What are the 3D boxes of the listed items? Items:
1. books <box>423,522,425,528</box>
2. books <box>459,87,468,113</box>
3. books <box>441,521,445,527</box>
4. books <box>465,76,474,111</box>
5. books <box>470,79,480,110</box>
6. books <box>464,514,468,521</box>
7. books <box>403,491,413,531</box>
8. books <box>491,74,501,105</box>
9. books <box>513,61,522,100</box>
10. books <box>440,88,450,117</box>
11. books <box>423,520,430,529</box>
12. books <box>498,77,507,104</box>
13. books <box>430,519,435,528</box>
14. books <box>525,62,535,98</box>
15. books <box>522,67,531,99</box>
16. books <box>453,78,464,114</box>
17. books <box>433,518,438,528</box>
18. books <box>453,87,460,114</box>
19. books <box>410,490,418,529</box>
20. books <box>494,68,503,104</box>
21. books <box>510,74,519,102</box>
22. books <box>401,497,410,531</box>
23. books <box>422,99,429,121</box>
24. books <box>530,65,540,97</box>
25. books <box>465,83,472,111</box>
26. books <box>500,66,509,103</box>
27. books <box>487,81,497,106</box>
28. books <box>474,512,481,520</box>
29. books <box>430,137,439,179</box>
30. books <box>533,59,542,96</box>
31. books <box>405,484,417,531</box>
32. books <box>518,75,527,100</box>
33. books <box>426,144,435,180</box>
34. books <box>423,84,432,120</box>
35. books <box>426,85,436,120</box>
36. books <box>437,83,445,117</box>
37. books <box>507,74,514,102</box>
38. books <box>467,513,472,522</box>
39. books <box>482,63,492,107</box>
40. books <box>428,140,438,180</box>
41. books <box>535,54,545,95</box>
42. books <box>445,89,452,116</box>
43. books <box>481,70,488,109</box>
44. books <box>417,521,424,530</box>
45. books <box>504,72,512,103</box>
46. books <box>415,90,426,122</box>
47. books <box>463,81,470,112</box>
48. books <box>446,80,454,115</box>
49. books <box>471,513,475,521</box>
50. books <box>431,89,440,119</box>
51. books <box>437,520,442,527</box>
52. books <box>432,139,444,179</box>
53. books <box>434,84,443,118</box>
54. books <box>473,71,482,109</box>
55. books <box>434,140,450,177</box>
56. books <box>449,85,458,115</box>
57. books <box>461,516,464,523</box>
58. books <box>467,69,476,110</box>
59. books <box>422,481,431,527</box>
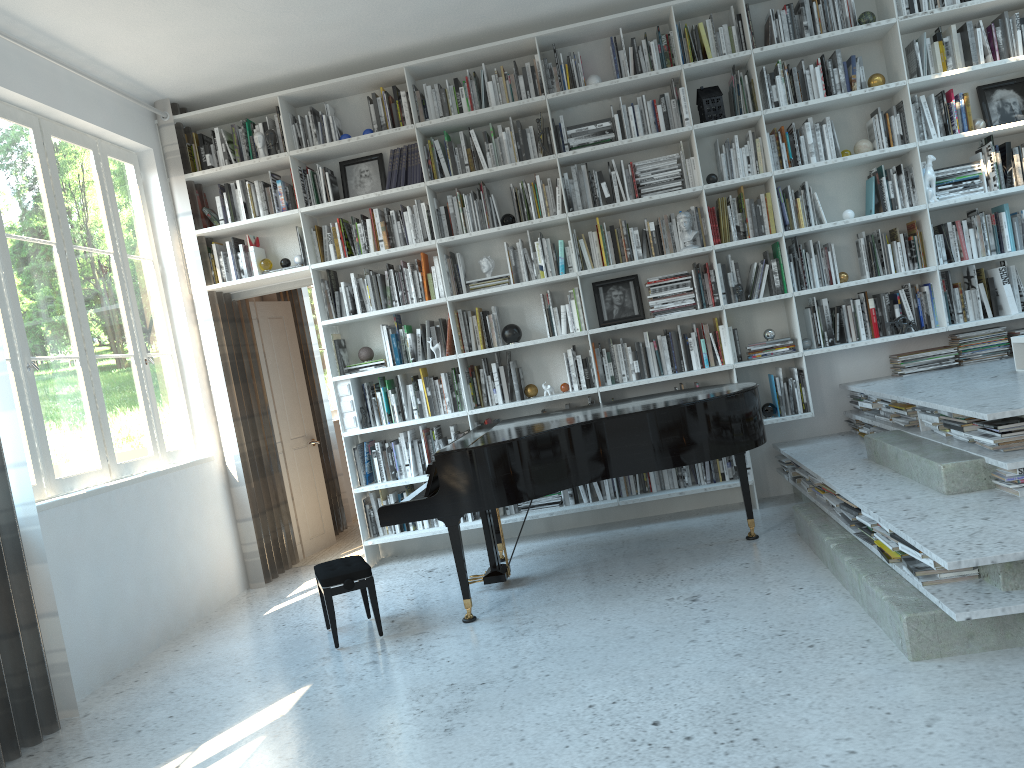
[{"bbox_3d":[-0.585,0.847,5.946,0.014,0.211,0.145,-10,2,7],"label":"books"},{"bbox_3d":[-0.296,-1.798,5.733,0.030,0.201,0.152,-10,2,7],"label":"books"},{"bbox_3d":[-0.449,0.835,5.894,0.031,0.188,0.190,-10,2,7],"label":"books"},{"bbox_3d":[-0.256,-1.831,5.715,0.013,0.251,0.183,-10,2,7],"label":"books"},{"bbox_3d":[-0.223,-1.829,5.726,0.029,0.236,0.130,-10,2,7],"label":"books"},{"bbox_3d":[-0.310,0.771,5.912,0.040,0.264,0.137,-10,2,7],"label":"books"},{"bbox_3d":[-0.675,0.840,5.945,0.027,0.257,0.160,-10,2,7],"label":"books"},{"bbox_3d":[-0.090,-1.853,5.705,0.026,0.236,0.134,-10,2,7],"label":"books"},{"bbox_3d":[0.049,-1.903,5.676,0.013,0.285,0.159,-10,2,7],"label":"books"},{"bbox_3d":[-0.415,-1.780,5.725,0.029,0.208,0.178,-10,2,7],"label":"books"},{"bbox_3d":[-0.572,0.817,5.916,0.031,0.266,0.186,-10,2,7],"label":"books"},{"bbox_3d":[-0.046,-1.850,5.709,0.029,0.213,0.141,-10,2,7],"label":"books"},{"bbox_3d":[-0.531,0.810,5.911,0.025,0.266,0.159,-10,2,7],"label":"books"},{"bbox_3d":[0.128,-1.905,5.679,0.030,0.261,0.151,-10,2,7],"label":"books"},{"bbox_3d":[0.103,-1.888,5.675,0.026,0.237,0.149,-10,2,7],"label":"books"},{"bbox_3d":[-0.329,-1.826,5.744,0.028,0.268,0.151,-10,2,7],"label":"books"},{"bbox_3d":[-0.504,0.830,5.909,0.021,0.218,0.190,-10,2,7],"label":"books"},{"bbox_3d":[-0.344,-1.797,5.748,0.012,0.216,0.150,-10,2,7],"label":"books"},{"bbox_3d":[-0.636,0.838,5.946,0.022,0.246,0.134,-10,2,7],"label":"books"},{"bbox_3d":[-0.073,-1.873,5.703,0.014,0.269,0.156,-10,2,7],"label":"books"},{"bbox_3d":[0.026,-1.854,5.665,0.026,0.200,0.187,-10,2,7],"label":"books"},{"bbox_3d":[-0.696,0.862,5.943,0.022,0.221,0.163,-10,2,7],"label":"books"},{"bbox_3d":[-0.545,-1.745,5.771,0.024,0.183,0.133,-10,2,7],"label":"books"},{"bbox_3d":[0.156,-1.891,5.656,0.026,0.225,0.172,-10,2,7],"label":"books"},{"bbox_3d":[-0.265,-1.811,5.717,0.011,0.216,0.160,-10,2,7],"label":"books"},{"bbox_3d":[-0.033,-1.878,5.678,0.014,0.266,0.192,-10,2,7],"label":"books"},{"bbox_3d":[-0.114,-1.825,5.701,0.031,0.190,0.181,-10,2,7],"label":"books"},{"bbox_3d":[-0.227,0.760,5.892,0.065,0.256,0.155,-10,2,7],"label":"books"},{"bbox_3d":[-0.487,-1.446,5.794,0.014,0.309,0.129,-10,2,7],"label":"books"},{"bbox_3d":[0.173,-1.915,5.660,0.014,0.267,0.171,-10,2,7],"label":"books"},{"bbox_3d":[-0.661,0.816,5.927,0.013,0.300,0.183,-10,2,7],"label":"books"},{"bbox_3d":[0.078,-1.857,5.670,0.031,0.185,0.176,-10,2,7],"label":"books"},{"bbox_3d":[-0.517,-1.413,5.764,0.023,0.256,0.174,-10,2,7],"label":"books"},{"bbox_3d":[-0.530,-1.796,5.775,0.021,0.279,0.140,-10,2,7],"label":"books"},{"bbox_3d":[-0.504,-1.788,5.753,0.031,0.255,0.145,-10,2,7],"label":"books"},{"bbox_3d":[-0.438,-1.797,5.739,0.012,0.250,0.174,-10,2,7],"label":"books"},{"bbox_3d":[0.006,-1.855,5.670,0.013,0.207,0.177,-10,2,7],"label":"books"},{"bbox_3d":[-0.286,0.751,5.878,0.021,0.296,0.187,-10,2,7],"label":"books"},{"bbox_3d":[-0.147,-1.883,5.709,0.014,0.315,0.166,-10,2,7],"label":"books"},{"bbox_3d":[-0.500,-1.430,5.776,0.013,0.283,0.158,-10,2,7],"label":"books"},{"bbox_3d":[0.190,-1.929,5.652,0.026,0.288,0.176,-10,2,7],"label":"books"},{"bbox_3d":[-0.392,-1.784,5.735,0.015,0.207,0.166,-10,2,7],"label":"books"},{"bbox_3d":[-0.177,-1.856,5.701,0.052,0.273,0.172,-10,2,7],"label":"books"},{"bbox_3d":[-0.610,0.857,5.919,0.030,0.202,0.168,-10,2,7],"label":"books"},{"bbox_3d":[-0.011,-1.863,5.684,0.021,0.229,0.160,-10,2,7],"label":"books"},{"bbox_3d":[-0.577,-1.766,5.758,0.029,0.237,0.156,-10,2,7],"label":"books"},{"bbox_3d":[-0.278,-1.818,5.726,0.013,0.234,0.154,-10,2,7],"label":"books"},{"bbox_3d":[-0.385,-1.814,5.735,0.010,0.264,0.160,-10,2,7],"label":"books"},{"bbox_3d":[-0.271,0.745,5.873,0.012,0.304,0.165,-10,2,7],"label":"books"},{"bbox_3d":[-0.475,-1.775,5.746,0.023,0.220,0.181,-10,2,7],"label":"books"},{"bbox_3d":[-0.479,0.831,5.905,0.028,0.206,0.171,-10,2,7],"label":"books"},{"bbox_3d":[-0.476,-1.437,5.771,0.010,0.287,0.148,-10,2,7],"label":"books"},{"bbox_3d":[-0.455,-1.795,5.746,0.023,0.251,0.170,-10,2,7],"label":"books"},{"bbox_3d":[-0.208,-1.852,5.707,0.013,0.276,0.164,-10,2,7],"label":"books"},{"bbox_3d":[-0.436,-1.437,5.773,0.067,0.274,0.167,-10,2,7],"label":"books"},{"bbox_3d":[-0.363,-1.804,5.759,0.025,0.235,0.129,-10,2,7],"label":"books"},{"bbox_3d":[-0.345,0.782,5.893,0.027,0.256,0.179,-10,2,7],"label":"books"},{"bbox_3d":[-0.249,-1.856,5.715,0.010,0.299,0.150,-10,2,7],"label":"books"},{"bbox_3d":[-0.551,0.794,5.931,0.014,0.304,0.139,-10,2,7],"label":"books"}]
